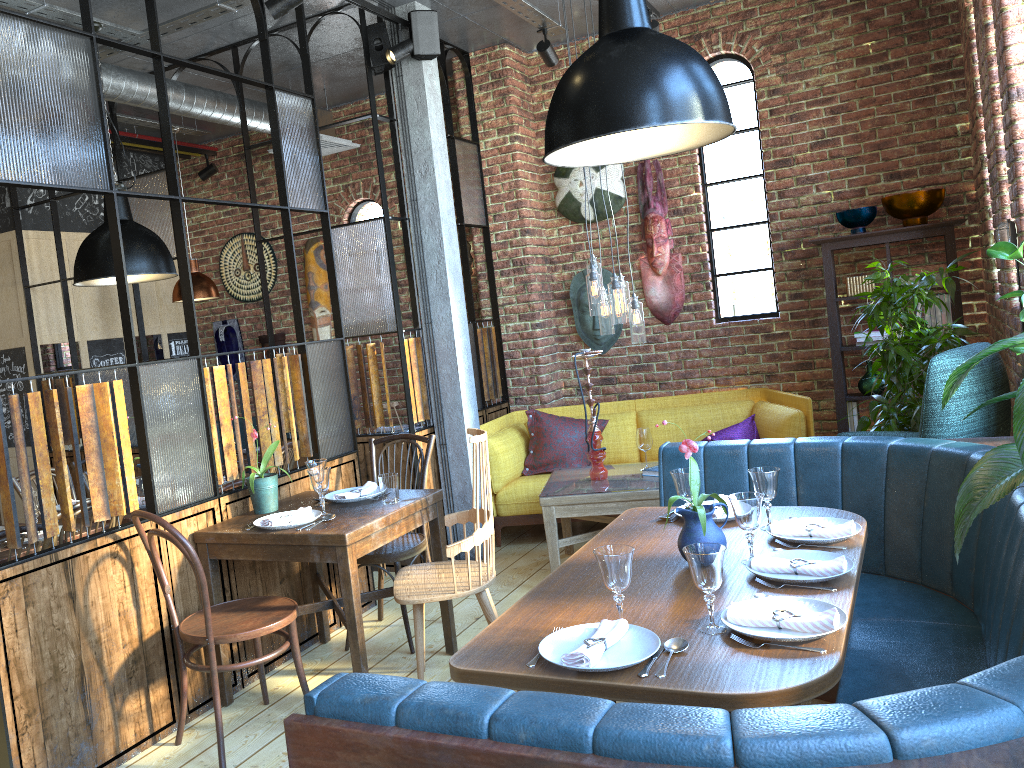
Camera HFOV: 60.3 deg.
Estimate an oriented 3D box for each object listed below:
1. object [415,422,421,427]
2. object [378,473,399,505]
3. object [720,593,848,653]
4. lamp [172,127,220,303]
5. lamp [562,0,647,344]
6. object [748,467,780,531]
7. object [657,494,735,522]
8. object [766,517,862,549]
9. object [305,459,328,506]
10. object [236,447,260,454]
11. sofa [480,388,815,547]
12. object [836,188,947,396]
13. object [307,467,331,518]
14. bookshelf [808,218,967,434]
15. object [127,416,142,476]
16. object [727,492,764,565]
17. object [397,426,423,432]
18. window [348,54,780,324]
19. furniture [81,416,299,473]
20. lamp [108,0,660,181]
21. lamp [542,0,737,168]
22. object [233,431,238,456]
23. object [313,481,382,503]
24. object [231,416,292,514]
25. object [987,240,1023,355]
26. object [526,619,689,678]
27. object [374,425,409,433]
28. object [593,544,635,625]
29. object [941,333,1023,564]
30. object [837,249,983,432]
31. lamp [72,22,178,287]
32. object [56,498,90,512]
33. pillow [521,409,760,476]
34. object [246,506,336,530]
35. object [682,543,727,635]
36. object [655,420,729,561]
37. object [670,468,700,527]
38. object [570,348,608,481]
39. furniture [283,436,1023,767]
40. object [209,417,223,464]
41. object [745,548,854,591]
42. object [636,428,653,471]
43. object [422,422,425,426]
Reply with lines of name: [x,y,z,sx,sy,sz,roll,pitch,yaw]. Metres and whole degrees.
object: [-0.671,0.259,6.126,0.081,0.119,0.088,-9,4,-32]
object: [-0.505,0.433,3.638,0.086,0.119,0.082,-6,3,16]
object: [0.623,0.524,2.020,0.280,0.051,0.312,-4,5,30]
lamp: [-2.543,-1.316,6.860,0.379,1.333,0.358,-6,3,19]
lamp: [0.350,-1.251,4.777,0.276,2.116,0.525,-9,3,-39]
object: [0.815,0.368,2.815,0.094,0.191,0.102,-9,3,-34]
object: [0.686,0.435,3.071,0.338,0.051,0.259,-4,5,30]
object: [0.923,0.435,2.697,0.280,0.051,0.312,-4,5,30]
object: [-0.831,0.425,3.789,0.099,0.191,0.098,-7,3,2]
object: [-2.067,0.519,7.030,0.338,0.051,0.259,-4,5,30]
sofa: [0.831,0.520,5.681,2.034,0.761,0.776,-6,3,13]
object: [2.299,-0.224,5.225,0.629,1.758,0.317,-6,3,22]
object: [-0.766,0.436,3.546,0.096,0.191,0.101,-8,3,-16]
bookshelf: [2.307,-0.080,5.251,0.848,1.665,0.305,-5,3,28]
object: [-1.902,0.370,4.644,0.208,0.430,0.143,-9,4,-44]
object: [0.671,0.410,2.492,0.094,0.191,0.102,-9,3,-34]
object: [-0.659,0.314,5.859,0.338,0.051,0.259,-4,5,30]
window: [1.095,-0.970,3.380,3.399,2.425,8.648,-7,4,-9]
furniture: [-2.428,0.764,7.235,1.499,0.821,1.438,-5,4,27]
lamp: [-3.137,-1.568,4.160,6.505,0.273,6.968,-5,5,27]
lamp: [0.274,-1.317,2.433,0.554,1.324,0.505,-4,4,44]
object: [-2.194,0.468,6.956,0.099,0.191,0.097,-6,3,6]
object: [-0.704,0.475,3.865,0.338,0.051,0.259,-4,5,30]
object: [-1.071,0.336,3.792,0.200,0.426,0.144,-8,3,-29]
object: [1.727,-0.131,2.698,0.490,0.662,0.403,-9,4,-40]
object: [0.209,0.579,1.961,0.338,0.051,0.259,-4,5,30]
object: [-0.845,0.312,6.170,0.280,0.051,0.312,-4,5,30]
object: [0.253,0.491,2.107,0.094,0.191,0.102,-9,3,-34]
object: [1.137,-0.028,1.638,0.631,0.750,0.707,-5,4,26]
object: [2.041,0.086,4.467,0.733,1.526,0.851,-6,3,5]
lamp: [-2.093,-1.199,4.585,0.553,1.324,0.506,-5,3,39]
object: [-2.211,0.610,4.475,0.280,0.051,0.312,-4,5,30]
pillow: [0.808,0.319,5.712,1.533,0.453,0.391,-6,3,16]
object: [-0.871,0.526,3.470,0.338,0.051,0.259,-4,5,30]
object: [0.453,0.472,2.029,0.094,0.191,0.102,-9,3,-34]
object: [0.534,0.304,2.536,0.208,0.430,0.143,-9,4,-44]
object: [0.588,0.385,2.947,0.094,0.191,0.102,-9,3,-34]
object: [0.418,0.167,4.687,0.174,0.703,0.253,-6,3,17]
furniture: [0.789,0.755,2.350,1.418,0.820,2.518,-5,5,26]
object: [-2.224,0.382,6.590,0.148,0.426,0.200,-7,3,4]
object: [0.775,0.478,2.374,0.280,0.051,0.312,-4,5,30]
object: [0.730,0.357,4.835,0.088,0.228,0.094,-8,3,-25]
object: [-0.517,0.264,6.285,0.338,0.051,0.259,-4,5,30]
